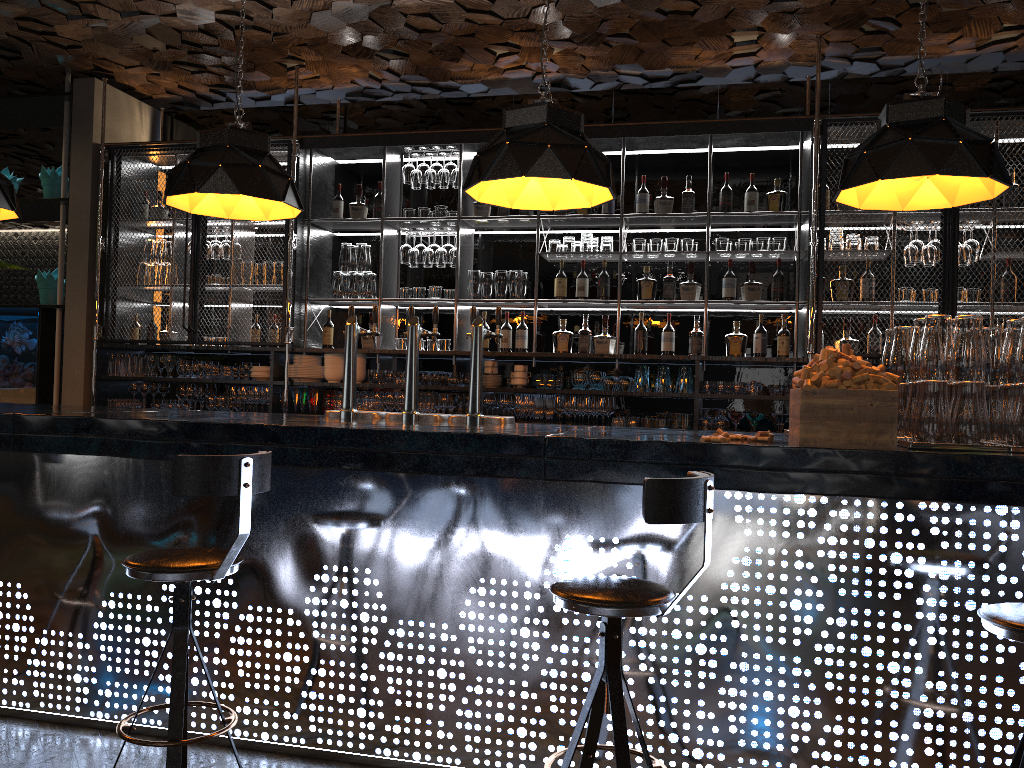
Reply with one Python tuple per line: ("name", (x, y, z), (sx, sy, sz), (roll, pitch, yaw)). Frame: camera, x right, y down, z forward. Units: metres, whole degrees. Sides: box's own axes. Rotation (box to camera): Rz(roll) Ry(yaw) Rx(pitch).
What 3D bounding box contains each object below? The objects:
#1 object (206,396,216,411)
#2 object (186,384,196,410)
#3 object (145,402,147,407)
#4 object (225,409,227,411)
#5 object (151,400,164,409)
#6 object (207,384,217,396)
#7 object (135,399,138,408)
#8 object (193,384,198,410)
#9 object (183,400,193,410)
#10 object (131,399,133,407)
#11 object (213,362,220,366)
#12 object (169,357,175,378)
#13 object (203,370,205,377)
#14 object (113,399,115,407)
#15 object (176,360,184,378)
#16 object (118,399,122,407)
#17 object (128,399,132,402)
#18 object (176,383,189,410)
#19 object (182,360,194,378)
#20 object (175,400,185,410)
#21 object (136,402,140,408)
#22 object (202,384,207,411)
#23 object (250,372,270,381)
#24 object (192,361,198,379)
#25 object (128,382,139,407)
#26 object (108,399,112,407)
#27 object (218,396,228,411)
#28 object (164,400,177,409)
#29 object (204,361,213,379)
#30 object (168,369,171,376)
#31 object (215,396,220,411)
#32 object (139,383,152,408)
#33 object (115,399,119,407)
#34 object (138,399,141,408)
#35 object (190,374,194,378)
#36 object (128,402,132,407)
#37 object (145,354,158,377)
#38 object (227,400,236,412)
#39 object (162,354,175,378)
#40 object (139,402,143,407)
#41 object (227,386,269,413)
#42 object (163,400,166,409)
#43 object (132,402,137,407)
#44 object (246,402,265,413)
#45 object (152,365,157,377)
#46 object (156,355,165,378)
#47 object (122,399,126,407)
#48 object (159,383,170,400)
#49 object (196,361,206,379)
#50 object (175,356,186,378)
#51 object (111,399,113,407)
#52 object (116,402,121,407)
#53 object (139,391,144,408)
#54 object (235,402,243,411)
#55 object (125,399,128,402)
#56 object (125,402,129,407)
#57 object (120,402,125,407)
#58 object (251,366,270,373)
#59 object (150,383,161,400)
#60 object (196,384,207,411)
("object", (-2.218, 0.160, 6.535), (0.074, 0.146, 0.065), (2, -1, -10))
("object", (-2.406, 0.113, 6.619), (0.088, 0.229, 0.077), (2, -1, -27))
("object", (-2.875, 0.179, 6.945), (0.034, 0.080, 0.034), (2, -1, 23))
("object", (-2.173, 0.164, 6.731), (0.065, 0.146, 0.074), (1, -1, 43))
("object", (-2.636, 0.169, 6.593), (0.093, 0.101, 0.093), (2, -1, -19))
("object", (-2.278, 0.119, 6.711), (0.088, 0.229, 0.077), (2, -1, 15))
("object", (-2.933, 0.167, 6.912), (0.031, 0.098, 0.031), (2, -1, -30))
("object", (-2.391, 0.115, 6.700), (0.077, 0.229, 0.088), (1, -1, 29))
("object", (-2.483, 0.176, 6.770), (0.093, 0.101, 0.093), (1, -1, 28))
("object", (-2.939, 0.167, 6.874), (0.031, 0.098, 0.031), (2, -1, -45))
("object", (-2.241, -0.100, 6.678), (0.074, 0.131, 0.074), (1, -1, 26))
("object", (-2.630, -0.131, 6.829), (0.087, 0.170, 0.087), (2, -1, -26))
("object", (-2.336, -0.103, 6.790), (0.081, 0.132, 0.081), (2, -1, -15))
("object", (-3.017, 0.163, 6.727), (0.033, 0.101, 0.033), (2, -1, -6))
("object", (-2.462, -0.109, 6.617), (0.081, 0.132, 0.081), (2, -1, -15))
("object", (-2.978, 0.164, 6.729), (0.031, 0.098, 0.031), (2, -1, -13))
("object", (-2.948, 0.166, 6.840), (0.031, 0.098, 0.031), (1, -1, 35))
("object", (-2.429, 0.112, 6.531), (0.088, 0.229, 0.077), (1, -1, 27))
("object", (-2.393, -0.108, 6.547), (0.081, 0.132, 0.081), (2, -1, -15))
("object", (-2.511, 0.174, 6.673), (0.093, 0.101, 0.093), (1, -1, 34))
("object", (-2.897, 0.177, 6.857), (0.034, 0.080, 0.034), (2, -1, 12))
("object", (-2.369, 0.117, 6.790), (0.077, 0.229, 0.088), (2, -1, -12))
("object", (-1.797, -0.055, 6.461), (0.211, 0.060, 0.209), (2, -1, -27))
("object", (-2.369, -0.106, 6.665), (0.081, 0.132, 0.081), (2, -1, -15))
("object", (-2.832, 0.101, 6.645), (0.091, 0.227, 0.091), (2, -1, -24))
("object", (-3.028, 0.162, 6.684), (0.033, 0.101, 0.033), (1, -1, 38))
("object", (-2.124, 0.163, 6.517), (0.074, 0.146, 0.065), (2, -1, 8))
("object", (-2.530, 0.172, 6.568), (0.093, 0.101, 0.093), (2, -1, -24))
("object", (-2.260, -0.102, 6.593), (0.074, 0.131, 0.074), (1, -1, 26))
("object", (-2.579, -0.131, 6.656), (0.087, 0.170, 0.087), (2, -1, -26))
("object", (-2.196, 0.162, 6.636), (0.065, 0.146, 0.074), (1, -1, 26))
("object", (-2.742, 0.104, 6.621), (0.091, 0.227, 0.091), (1, -1, 36))
("object", (-2.985, 0.163, 6.692), (0.031, 0.098, 0.031), (2, -1, -38))
("object", (-2.926, 0.168, 6.947), (0.031, 0.098, 0.031), (2, -1, 18))
("object", (-2.429, -0.107, 6.760), (0.081, 0.132, 0.081), (2, -1, -15))
("object", (-2.919, 0.176, 6.771), (0.034, 0.080, 0.034), (2, -1, 22))
("object", (-2.684, -0.135, 6.599), (0.087, 0.170, 0.087), (2, -1, -26))
("object", (-2.100, 0.165, 6.621), (0.065, 0.146, 0.074), (1, -1, 36))
("object", (-2.540, -0.131, 6.553), (0.087, 0.170, 0.087), (2, -1, -26))
("object", (-2.888, 0.178, 6.901), (0.034, 0.080, 0.034), (2, -1, 23))
("object", (-1.891, 0.130, 6.506), (0.376, 0.227, 0.186), (2, -1, 12))
("object", (-2.612, 0.171, 6.695), (0.093, 0.101, 0.093), (2, -1, -26))
("object", (-2.904, 0.177, 6.817), (0.034, 0.080, 0.034), (2, -1, -4))
("object", (-1.846, 0.134, 6.697), (0.376, 0.227, 0.186), (2, -1, 12))
("object", (-2.804, -0.127, 6.945), (0.051, 0.152, 0.058), (2, -1, -26))
("object", (-2.657, -0.133, 6.714), (0.087, 0.170, 0.087), (2, -1, -26))
("object", (-2.964, 0.165, 6.767), (0.031, 0.098, 0.031), (2, -1, -26))
("object", (-2.685, 0.108, 6.834), (0.091, 0.227, 0.091), (2, -1, -24))
("object", (-2.283, -0.104, 6.509), (0.074, 0.131, 0.074), (1, -1, 26))
("object", (-2.545, -0.129, 6.797), (0.087, 0.170, 0.087), (2, -1, -26))
("object", (-3.051, 0.162, 6.753), (0.028, 0.097, 0.028), (2, -1, -27))
("object", (-2.947, 0.173, 6.641), (0.034, 0.080, 0.034), (1, -1, 27))
("object", (-2.805, 0.103, 6.750), (0.091, 0.227, 0.091), (2, -1, -37))
("object", (-2.072, 0.167, 6.720), (0.074, 0.146, 0.065), (1, -1, 36))
("object", (-2.959, 0.165, 6.801), (0.031, 0.098, 0.031), (2, -1, -32))
("object", (-2.928, 0.175, 6.732), (0.034, 0.080, 0.034), (2, -1, -20))
("object", (-2.938, 0.174, 6.684), (0.034, 0.080, 0.034), (2, -1, -22))
("object", (-1.795, -0.096, 6.461), (0.209, 0.060, 0.211), (2, -1, -32))
("object", (-2.716, 0.106, 6.722), (0.091, 0.227, 0.091), (2, -1, -24))
("object", (-2.310, 0.116, 6.592), (0.088, 0.229, 0.077), (2, -1, 13))
